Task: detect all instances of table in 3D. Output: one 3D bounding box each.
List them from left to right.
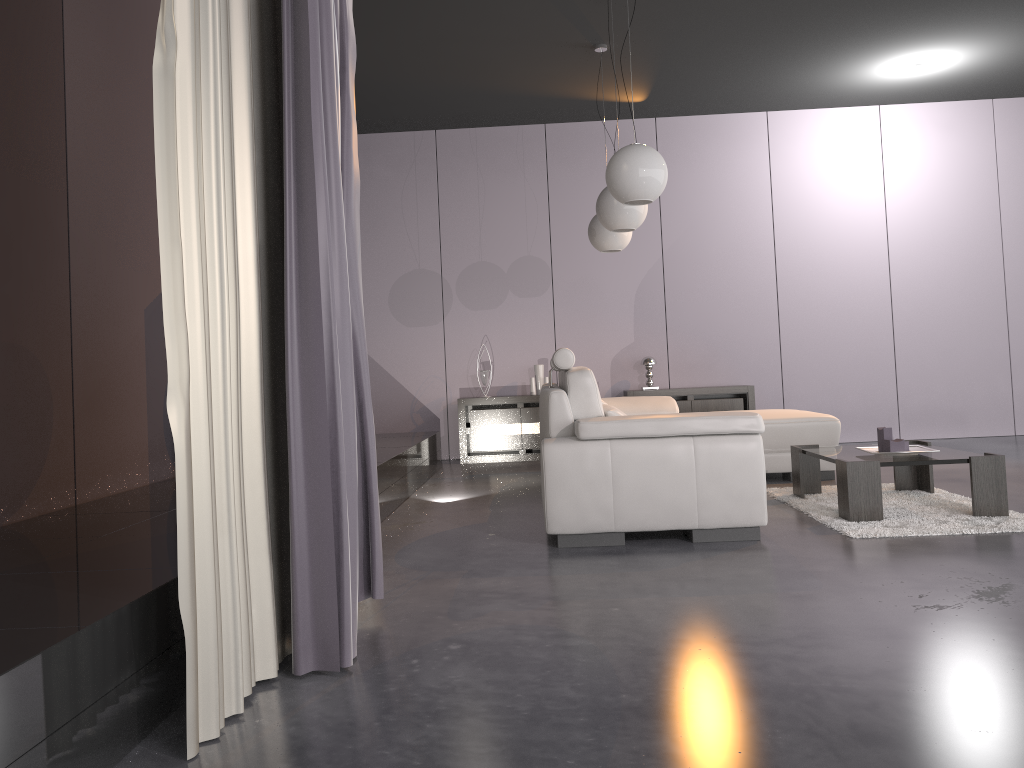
[{"bbox_3d":[1.871,0.464,4.404,0.700,0.271,0.904,-3,0,2],"label":"table"}]

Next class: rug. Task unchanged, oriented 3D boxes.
[{"bbox_3d":[1.867,0.602,4.385,0.916,0.023,1.525,-3,1,2],"label":"rug"}]

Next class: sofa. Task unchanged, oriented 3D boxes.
[{"bbox_3d":[1.095,0.208,5.118,1.868,0.860,2.859,-3,0,2],"label":"sofa"}]

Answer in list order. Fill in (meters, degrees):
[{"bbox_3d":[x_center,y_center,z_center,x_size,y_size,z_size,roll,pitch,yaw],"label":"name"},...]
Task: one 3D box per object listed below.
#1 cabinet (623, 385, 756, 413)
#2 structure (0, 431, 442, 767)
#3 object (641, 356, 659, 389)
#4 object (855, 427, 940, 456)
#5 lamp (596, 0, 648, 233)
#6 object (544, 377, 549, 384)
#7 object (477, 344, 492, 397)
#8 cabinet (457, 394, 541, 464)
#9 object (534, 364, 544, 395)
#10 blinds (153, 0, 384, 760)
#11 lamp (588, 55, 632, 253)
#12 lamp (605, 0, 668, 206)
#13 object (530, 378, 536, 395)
[{"bbox_3d":[1.531,0.313,7.665,1.072,0.556,0.377,-3,-1,2],"label":"cabinet"},{"bbox_3d":[-1.251,0.618,2.987,1.000,0.301,8.764,-3,1,2],"label":"structure"},{"bbox_3d":[1.196,-0.098,7.720,0.140,0.284,0.140,-3,-2,2],"label":"object"},{"bbox_3d":[1.859,0.272,4.297,0.304,0.137,0.304,-3,0,7],"label":"object"},{"bbox_3d":[0.623,-1.614,5.264,0.306,1.417,0.306,-3,-2,5],"label":"lamp"},{"bbox_3d":[0.302,0.015,7.705,0.051,0.152,0.051,-2,-2,-19],"label":"object"},{"bbox_3d":[-0.242,-0.118,7.744,0.123,0.466,0.108,-3,-2,3],"label":"object"},{"bbox_3d":[0.087,0.378,7.716,1.072,0.556,0.377,-3,-1,2],"label":"cabinet"},{"bbox_3d":[0.242,-0.039,7.797,0.089,0.264,0.089,-1,-2,-36],"label":"object"},{"bbox_3d":[-0.585,-0.762,2.566,0.248,3.001,3.285,-3,-1,3],"label":"blinds"},{"bbox_3d":[0.653,-1.625,6.154,0.306,1.417,0.306,-3,-2,5],"label":"lamp"},{"bbox_3d":[0.591,-1.603,4.410,0.307,1.417,0.306,-1,-2,-30],"label":"lamp"},{"bbox_3d":[0.181,0.020,7.709,0.051,0.152,0.051,-2,-2,-19],"label":"object"}]
